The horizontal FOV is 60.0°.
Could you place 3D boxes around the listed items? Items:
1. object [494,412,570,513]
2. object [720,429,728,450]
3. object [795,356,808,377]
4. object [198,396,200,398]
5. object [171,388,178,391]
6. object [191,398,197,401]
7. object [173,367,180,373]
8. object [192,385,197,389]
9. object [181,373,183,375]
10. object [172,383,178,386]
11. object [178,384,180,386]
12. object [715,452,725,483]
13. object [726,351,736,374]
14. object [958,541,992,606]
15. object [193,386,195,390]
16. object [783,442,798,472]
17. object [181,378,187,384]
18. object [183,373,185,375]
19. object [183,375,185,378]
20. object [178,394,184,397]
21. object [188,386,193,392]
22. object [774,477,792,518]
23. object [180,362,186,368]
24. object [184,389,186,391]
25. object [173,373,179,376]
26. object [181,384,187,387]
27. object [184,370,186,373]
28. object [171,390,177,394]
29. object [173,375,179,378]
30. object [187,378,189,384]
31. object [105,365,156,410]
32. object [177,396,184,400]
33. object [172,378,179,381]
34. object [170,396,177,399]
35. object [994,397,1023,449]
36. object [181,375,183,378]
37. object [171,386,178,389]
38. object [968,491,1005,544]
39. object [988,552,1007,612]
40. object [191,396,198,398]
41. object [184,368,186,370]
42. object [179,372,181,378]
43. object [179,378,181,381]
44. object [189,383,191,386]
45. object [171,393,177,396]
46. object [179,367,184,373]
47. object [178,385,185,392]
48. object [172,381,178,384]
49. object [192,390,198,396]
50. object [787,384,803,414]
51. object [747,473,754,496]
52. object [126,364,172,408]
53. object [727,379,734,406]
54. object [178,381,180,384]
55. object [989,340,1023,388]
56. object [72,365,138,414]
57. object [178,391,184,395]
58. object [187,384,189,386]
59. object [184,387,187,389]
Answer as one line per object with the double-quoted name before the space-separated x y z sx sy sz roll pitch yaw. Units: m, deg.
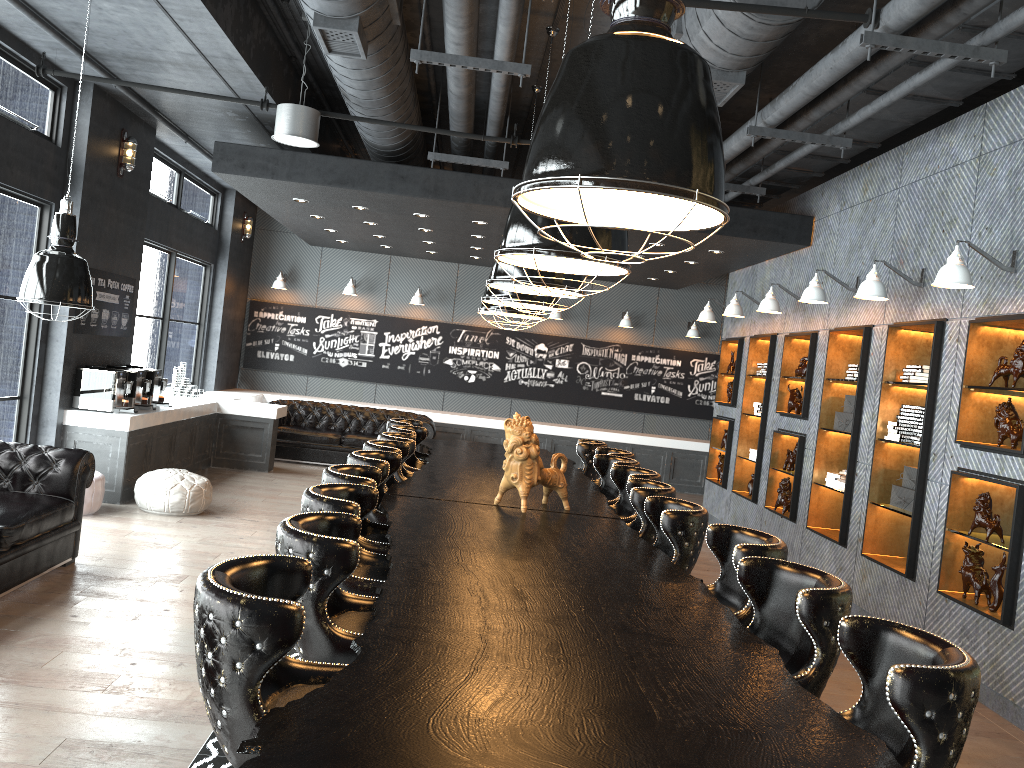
"object" 0.145 0.440 4.948 0.475 0.545 0.249 6 1 -41
"object" 2.711 0.691 10.974 0.253 0.249 0.126 6 1 -28
"object" 2.883 -0.170 8.744 0.138 0.222 0.278 6 1 -4
"object" -3.916 0.133 11.014 0.074 0.073 0.074 7 1 16
"object" -4.153 0.045 10.917 0.074 0.073 0.074 7 1 16
"object" -3.915 0.169 10.932 0.074 0.073 0.074 7 1 16
"object" -4.129 -0.171 10.915 0.074 0.073 0.074 7 1 16
"object" -4.001 0.058 11.171 0.074 0.073 0.074 7 1 28
"object" -4.140 -0.148 11.077 0.074 0.073 0.074 7 1 16
"object" -4.146 -0.015 10.916 0.074 0.073 0.074 7 1 16
"object" -4.151 -0.017 10.998 0.074 0.073 0.074 7 1 16
"object" 2.624 1.037 10.956 0.170 0.362 0.269 6 1 -10
"object" 2.736 -0.267 10.928 0.097 0.290 0.290 6 1 -5
"object" 2.930 1.189 5.572 0.168 0.359 0.266 6 1 -10
"object" -3.997 0.060 11.088 0.074 0.073 0.074 7 1 16
"object" 2.784 0.717 8.818 0.143 0.306 0.317 6 1 -8
"object" -4.064 -0.035 11.003 0.074 0.073 0.074 7 1 16
"object" -4.145 -0.151 11.159 0.074 0.073 0.074 7 1 28
"object" -4.149 -0.116 11.160 0.074 0.073 0.074 7 1 28
"object" -4.077 0.116 10.922 0.074 0.073 0.074 7 1 16
"object" -3.992 0.062 11.008 0.074 0.073 0.074 7 1 16
"object" 2.709 1.117 8.759 0.177 0.388 0.338 7 1 4
"object" -4.135 -0.238 11.158 0.074 0.073 0.074 7 1 28
"object" -4.074 0.053 11.004 0.074 0.073 0.074 7 1 16
"object" -4.132 -0.144 10.915 0.074 0.073 0.074 7 1 16
"object" -4.067 -0.008 11.003 0.074 0.073 0.074 7 1 16
"object" -4.142 -0.177 11.159 0.074 0.073 0.074 7 1 28
"object" -4.157 0.080 10.917 0.074 0.073 0.074 7 1 16
"object" -4.136 -0.110 10.915 0.074 0.073 0.074 7 1 16
"object" -4.069 -0.037 11.083 0.074 0.073 0.074 7 1 16
"object" -3.894 0.038 8.990 0.503 0.426 0.335 6 1 -3
"object" -4.081 0.150 10.922 0.074 0.073 0.074 7 1 16
"object" -4.139 -0.076 10.916 0.074 0.073 0.074 7 1 16
"object" -4.164 0.141 10.918 0.074 0.073 0.074 7 1 16
"object" 3.046 0.251 5.387 0.159 0.338 0.242 7 1 2
"object" -4.144 -0.114 11.077 0.074 0.073 0.074 7 1 16
"object" -4.150 0.019 10.916 0.074 0.073 0.074 7 1 16
"object" 2.924 0.814 5.447 0.135 0.294 0.256 7 1 4
"object" 2.976 1.197 5.315 0.198 0.358 0.116 7 1 27
"object" -3.911 0.135 10.931 0.074 0.073 0.074 7 1 16
"object" -4.138 -0.212 11.159 0.074 0.073 0.074 7 1 28
"object" -4.140 -0.112 10.997 0.074 0.073 0.074 7 1 16
"object" -4.144 -0.079 10.998 0.074 0.073 0.074 7 1 16
"object" -4.080 0.022 11.166 0.074 0.073 0.074 7 1 28
"object" -4.160 0.107 10.917 0.074 0.073 0.074 7 1 16
"object" -4.137 -0.175 11.077 0.074 0.073 0.074 7 1 16
"object" -4.070 0.055 10.921 0.074 0.073 0.074 7 1 16
"object" -4.143 -0.042 10.916 0.074 0.073 0.074 7 1 16
"object" -3.908 0.108 10.931 0.074 0.073 0.074 7 1 16
"object" 2.828 0.163 8.786 0.154 0.309 0.324 7 1 2
"object" 2.783 1.136 9.865 0.314 0.251 0.157 7 1 12
"object" -3.922 0.025 9.491 0.503 0.426 0.335 6 1 -3
"object" 2.730 0.107 10.911 0.155 0.329 0.236 7 1 2
"object" -4.148 -0.044 10.998 0.074 0.073 0.074 7 1 16
"object" 3.091 -0.132 5.439 0.152 0.325 0.292 6 1 -5
"object" -3.866 0.052 8.474 0.503 0.426 0.335 6 1 -3
"object" -4.074 0.089 10.922 0.074 0.073 0.074 7 1 16
"object" -4.072 -0.010 11.083 0.074 0.073 0.074 7 1 16
"object" -4.071 0.027 11.003 0.074 0.073 0.074 7 1 16
